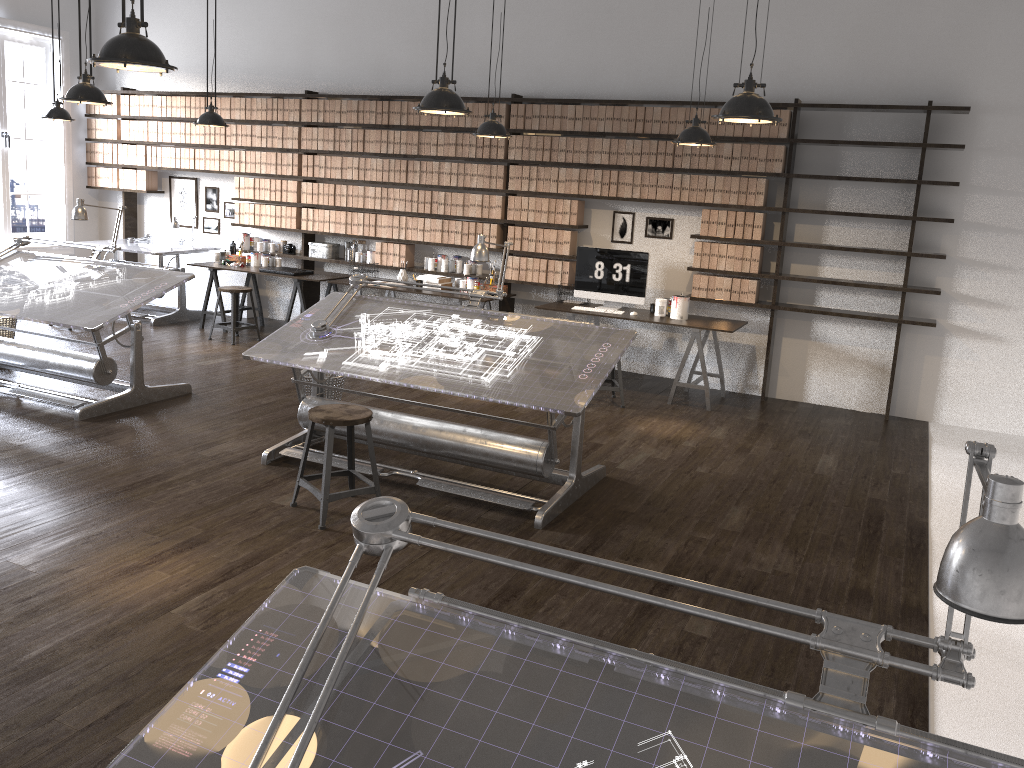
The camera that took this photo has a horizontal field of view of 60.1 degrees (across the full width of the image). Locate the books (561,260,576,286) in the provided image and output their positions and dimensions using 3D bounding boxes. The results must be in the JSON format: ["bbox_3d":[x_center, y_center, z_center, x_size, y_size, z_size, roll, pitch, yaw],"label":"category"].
[{"bbox_3d":[0.520,-1.010,8.097,0.067,0.223,0.175,8,12,24],"label":"books"}]

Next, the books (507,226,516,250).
[{"bbox_3d":[0.025,-1.365,8.280,0.067,0.223,0.176,8,12,24],"label":"books"}]

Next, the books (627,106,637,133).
[{"bbox_3d":[1.061,-2.275,7.656,0.067,0.223,0.176,8,12,24],"label":"books"}]

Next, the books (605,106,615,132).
[{"bbox_3d":[0.877,-2.304,7.731,0.067,0.223,0.176,8,12,24],"label":"books"}]

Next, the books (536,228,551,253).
[{"bbox_3d":[0.288,-1.321,8.161,0.067,0.223,0.175,8,12,24],"label":"books"}]

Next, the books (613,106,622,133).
[{"bbox_3d":[0.942,-2.293,7.702,0.067,0.224,0.176,8,12,24],"label":"books"}]

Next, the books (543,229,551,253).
[{"bbox_3d":[0.352,-1.311,8.132,0.067,0.223,0.176,8,12,24],"label":"books"}]

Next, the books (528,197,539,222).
[{"bbox_3d":[0.217,-1.603,8.150,0.067,0.223,0.176,8,12,24],"label":"books"}]

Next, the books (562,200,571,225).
[{"bbox_3d":[0.523,-1.552,8.011,0.067,0.223,0.175,8,12,24],"label":"books"}]

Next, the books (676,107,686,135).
[{"bbox_3d":[1.447,-2.210,7.475,0.067,0.224,0.176,8,12,24],"label":"books"}]

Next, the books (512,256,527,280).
[{"bbox_3d":[0.072,-1.082,8.291,0.067,0.223,0.176,8,12,24],"label":"books"}]

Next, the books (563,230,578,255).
[{"bbox_3d":[0.529,-1.281,8.049,0.067,0.223,0.176,8,12,24],"label":"books"}]

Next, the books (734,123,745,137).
[{"bbox_3d":[1.885,-2.138,7.278,0.067,0.223,0.176,8,12,24],"label":"books"}]

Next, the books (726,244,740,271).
[{"bbox_3d":[1.857,-1.062,7.448,0.067,0.223,0.176,8,12,24],"label":"books"}]

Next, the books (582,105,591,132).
[{"bbox_3d":[0.687,-2.337,7.822,0.067,0.223,0.176,8,12,24],"label":"books"}]

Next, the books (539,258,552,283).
[{"bbox_3d":[0.322,-1.042,8.180,0.067,0.224,0.176,8,12,24],"label":"books"}]

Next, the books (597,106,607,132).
[{"bbox_3d":[0.813,-2.316,7.764,0.067,0.223,0.175,8,12,24],"label":"books"}]

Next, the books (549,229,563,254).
[{"bbox_3d":[0.411,-1.300,8.099,0.067,0.224,0.176,8,12,24],"label":"books"}]

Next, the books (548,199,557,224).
[{"bbox_3d":[0.397,-1.574,8.072,0.067,0.223,0.176,8,12,24],"label":"books"}]

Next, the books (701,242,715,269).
[{"bbox_3d":[1.668,-1.094,7.539,0.067,0.223,0.176,8,12,24],"label":"books"}]

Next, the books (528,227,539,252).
[{"bbox_3d":[0.222,-1.331,8.186,0.067,0.223,0.175,8,12,24],"label":"books"}]

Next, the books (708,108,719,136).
[{"bbox_3d":[1.696,-2.171,7.369,0.067,0.223,0.176,8,12,24],"label":"books"}]

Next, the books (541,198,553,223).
[{"bbox_3d":[0.333,-1.583,8.095,0.067,0.224,0.176,8,12,24],"label":"books"}]

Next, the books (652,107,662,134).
[{"bbox_3d":[1.259,-2.242,7.562,0.067,0.223,0.175,8,12,24],"label":"books"}]

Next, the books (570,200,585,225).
[{"bbox_3d":[0.590,-1.543,7.986,0.067,0.223,0.176,8,12,24],"label":"books"}]

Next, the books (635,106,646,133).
[{"bbox_3d":[1.126,-2.264,7.620,0.067,0.224,0.176,8,12,24],"label":"books"}]

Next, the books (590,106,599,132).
[{"bbox_3d":[0.751,-2.327,7.796,0.067,0.223,0.175,8,12,24],"label":"books"}]

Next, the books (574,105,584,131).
[{"bbox_3d":[0.622,-2.346,7.848,0.067,0.224,0.176,8,12,24],"label":"books"}]

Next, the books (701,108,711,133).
[{"bbox_3d":[1.630,-2.181,7.394,0.067,0.224,0.176,8,12,24],"label":"books"}]

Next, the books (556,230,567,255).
[{"bbox_3d":[0.473,-1.291,8.076,0.067,0.223,0.176,8,12,24],"label":"books"}]

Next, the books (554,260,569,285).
[{"bbox_3d":[0.454,-1.020,8.122,0.067,0.223,0.175,8,12,24],"label":"books"}]

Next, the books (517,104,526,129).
[{"bbox_3d":[0.118,-2.429,8.074,0.067,0.224,0.176,8,12,24],"label":"books"}]

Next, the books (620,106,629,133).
[{"bbox_3d":[1.001,-2.285,7.680,0.067,0.223,0.176,8,12,24],"label":"books"}]

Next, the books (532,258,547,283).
[{"bbox_3d":[0.257,-1.054,8.216,0.067,0.223,0.176,8,12,24],"label":"books"}]

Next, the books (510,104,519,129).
[{"bbox_3d":[0.053,-2.441,8.109,0.067,0.223,0.176,8,12,24],"label":"books"}]

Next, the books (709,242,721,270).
[{"bbox_3d":[1.732,-1.084,7.513,0.067,0.223,0.175,8,12,24],"label":"books"}]

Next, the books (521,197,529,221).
[{"bbox_3d":[0.151,-1.613,8.178,0.067,0.224,0.176,8,12,24],"label":"books"}]

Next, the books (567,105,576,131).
[{"bbox_3d":[0.557,-2.357,7.879,0.067,0.223,0.176,8,12,24],"label":"books"}]

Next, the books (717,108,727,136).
[{"bbox_3d":[1.759,-2.161,7.342,0.067,0.223,0.175,8,12,24],"label":"books"}]

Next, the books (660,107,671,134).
[{"bbox_3d":[1.324,-2.232,7.537,0.067,0.223,0.175,8,12,24],"label":"books"}]

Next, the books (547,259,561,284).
[{"bbox_3d":[0.392,-1.032,8.155,0.067,0.223,0.176,8,12,24],"label":"books"}]

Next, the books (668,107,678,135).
[{"bbox_3d":[1.389,-2.222,7.508,0.067,0.223,0.176,8,12,24],"label":"books"}]

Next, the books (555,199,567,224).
[{"bbox_3d":[0.461,-1.564,8.044,0.067,0.223,0.175,8,12,24],"label":"books"}]

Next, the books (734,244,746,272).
[{"bbox_3d":[1.917,-1.052,7.421,0.067,0.224,0.176,8,12,24],"label":"books"}]

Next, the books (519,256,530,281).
[{"bbox_3d":[0.137,-1.072,8.262,0.067,0.224,0.176,8,12,24],"label":"books"}]

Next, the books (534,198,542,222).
[{"bbox_3d":[0.275,-1.594,8.126,0.067,0.223,0.176,8,12,24],"label":"books"}]

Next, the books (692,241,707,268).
[{"bbox_3d":[1.602,-1.104,7.564,0.067,0.224,0.176,8,12,24],"label":"books"}]

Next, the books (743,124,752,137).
[{"bbox_3d":[1.950,-2.128,7.248,0.067,0.224,0.176,8,12,24],"label":"books"}]

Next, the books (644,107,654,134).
[{"bbox_3d":[1.196,-2.253,7.595,0.067,0.223,0.176,8,12,24],"label":"books"}]

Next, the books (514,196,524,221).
[{"bbox_3d":[0.089,-1.625,8.210,0.067,0.223,0.176,8,12,24],"label":"books"}]

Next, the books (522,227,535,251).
[{"bbox_3d":[0.160,-1.343,8.219,0.067,0.223,0.176,8,12,24],"label":"books"}]

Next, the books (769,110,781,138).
[{"bbox_3d":[2.141,-2.098,7.170,0.067,0.223,0.175,8,12,24],"label":"books"}]

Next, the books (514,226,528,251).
[{"bbox_3d":[0.090,-1.353,8.245,0.067,0.224,0.176,8,12,24],"label":"books"}]

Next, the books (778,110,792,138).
[{"bbox_3d":[2.203,-2.087,7.138,0.067,0.223,0.175,8,12,24],"label":"books"}]

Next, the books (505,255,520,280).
[{"bbox_3d":[0.008,-1.094,8.324,0.067,0.223,0.175,8,12,24],"label":"books"}]

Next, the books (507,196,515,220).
[{"bbox_3d":[0.027,-1.635,8.240,0.067,0.223,0.175,8,12,24],"label":"books"}]

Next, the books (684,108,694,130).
[{"bbox_3d":[1.509,-2.202,7.452,0.067,0.223,0.176,8,12,24],"label":"books"}]

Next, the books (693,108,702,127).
[{"bbox_3d":[1.566,-2.192,7.425,0.067,0.223,0.176,8,12,24],"label":"books"}]

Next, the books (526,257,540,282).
[{"bbox_3d":[0.197,-1.063,8.240,0.067,0.223,0.176,8,12,24],"label":"books"}]
